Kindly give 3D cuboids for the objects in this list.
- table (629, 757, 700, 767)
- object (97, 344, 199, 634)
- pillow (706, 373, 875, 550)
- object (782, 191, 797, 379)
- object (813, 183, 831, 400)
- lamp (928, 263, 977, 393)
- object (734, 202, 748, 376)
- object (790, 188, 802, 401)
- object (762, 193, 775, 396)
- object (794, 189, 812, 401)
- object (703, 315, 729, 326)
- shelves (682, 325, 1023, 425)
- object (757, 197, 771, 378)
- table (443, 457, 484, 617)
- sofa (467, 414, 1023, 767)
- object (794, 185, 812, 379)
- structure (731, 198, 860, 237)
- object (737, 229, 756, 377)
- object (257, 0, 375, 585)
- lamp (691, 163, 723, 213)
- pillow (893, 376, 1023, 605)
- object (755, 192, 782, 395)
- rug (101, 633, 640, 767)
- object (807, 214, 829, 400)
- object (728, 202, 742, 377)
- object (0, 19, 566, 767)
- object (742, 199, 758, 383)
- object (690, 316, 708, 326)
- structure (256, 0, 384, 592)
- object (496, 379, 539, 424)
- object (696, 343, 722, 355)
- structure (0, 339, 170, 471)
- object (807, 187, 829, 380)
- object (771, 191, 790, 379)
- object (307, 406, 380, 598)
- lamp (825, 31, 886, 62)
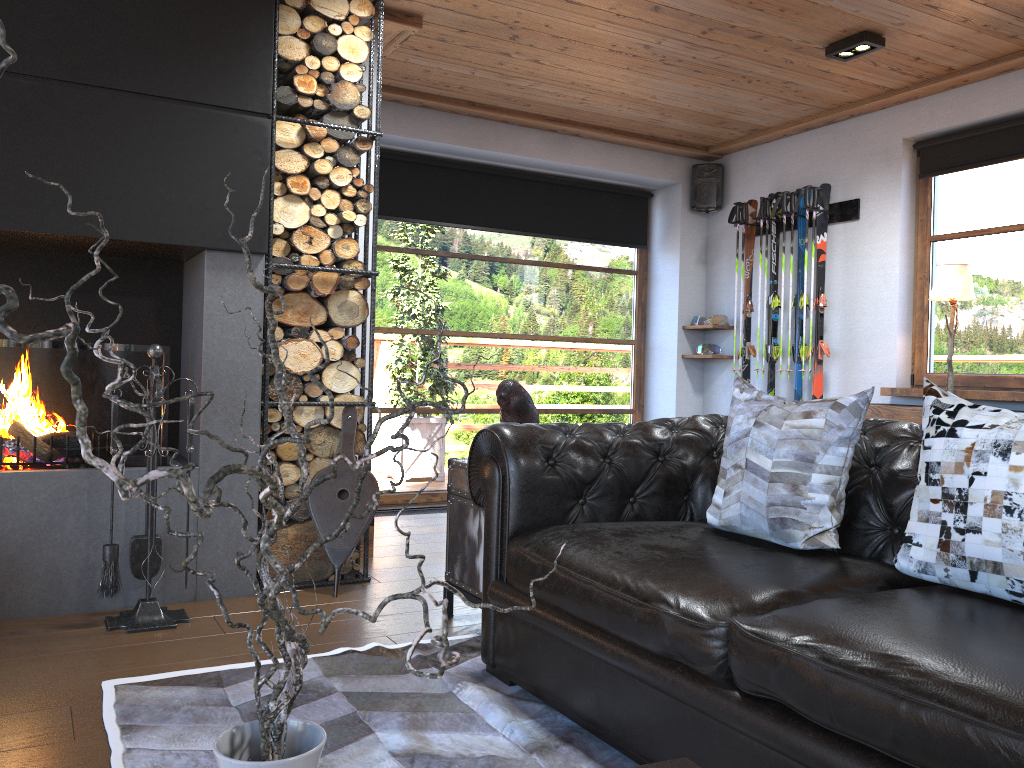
[{"bbox_3d":[0.209,0.756,0.995,0.404,0.350,0.644,1,1,-24],"label":"table"},{"bbox_3d":[-1.317,0.362,3.238,0.306,1.017,0.309,2,0,17],"label":"object"},{"bbox_3d":[0.783,0.203,2.554,0.286,0.469,0.523,1,0,-26],"label":"pillow"},{"bbox_3d":[1.841,-0.659,5.940,0.119,1.249,0.060,2,0,43],"label":"object"},{"bbox_3d":[2.025,-0.496,5.732,0.116,1.606,0.094,2,0,-29],"label":"object"},{"bbox_3d":[2.604,0.086,5.003,0.638,1.481,0.244,2,0,-26],"label":"lamp"},{"bbox_3d":[1.620,-0.671,6.347,0.119,1.249,0.060,2,0,43],"label":"object"},{"bbox_3d":[1.939,-0.519,6.031,0.112,1.622,0.072,2,0,-29],"label":"object"},{"bbox_3d":[1.807,-0.525,6.210,0.112,1.622,0.072,2,0,-29],"label":"object"},{"bbox_3d":[1.965,-0.517,5.961,0.112,1.622,0.072,2,0,-29],"label":"object"},{"bbox_3d":[1.548,-0.478,6.675,0.191,0.084,0.158,1,1,-30],"label":"object"},{"bbox_3d":[2.958,0.131,4.005,0.618,0.988,6.577,1,1,-28],"label":"shelves"},{"bbox_3d":[1.730,-0.665,6.143,0.119,1.249,0.060,2,0,43],"label":"object"},{"bbox_3d":[0.009,0.597,3.352,0.409,0.609,0.413,1,0,-29],"label":"table"},{"bbox_3d":[0.959,0.525,2.109,1.252,0.838,2.540,1,1,-29],"label":"sofa"},{"bbox_3d":[1.865,-0.656,5.729,0.120,1.249,0.059,2,0,28],"label":"object"},{"bbox_3d":[1.858,-1.136,6.063,0.322,0.135,1.040,1,1,-29],"label":"structure"},{"bbox_3d":[1.672,-0.501,6.404,0.116,1.606,0.094,2,0,-29],"label":"object"},{"bbox_3d":[-0.936,-0.435,4.023,0.499,2.612,0.462,2,0,-29],"label":"object"},{"bbox_3d":[1.499,-1.506,6.810,0.216,0.349,0.211,1,0,-29],"label":"lamp"},{"bbox_3d":[1.104,0.220,1.962,0.286,0.469,0.523,1,0,-26],"label":"pillow"},{"bbox_3d":[1.765,-0.525,6.113,0.257,1.622,0.103,2,0,-33],"label":"object"},{"bbox_3d":[0.788,0.923,1.414,2.456,0.053,4.004,1,1,-28],"label":"rug"},{"bbox_3d":[1.988,-0.484,5.822,0.116,1.606,0.094,2,0,-29],"label":"object"},{"bbox_3d":[1.572,-0.671,6.279,0.058,1.249,0.122,2,0,43],"label":"object"},{"bbox_3d":[-0.217,0.169,0.760,0.409,0.808,0.615,2,0,-18],"label":"object"},{"bbox_3d":[1.708,-0.513,6.314,0.116,1.606,0.094,2,0,-29],"label":"object"},{"bbox_3d":[1.463,-0.483,6.830,0.161,0.084,0.187,1,1,-30],"label":"object"},{"bbox_3d":[-0.926,-0.441,4.018,0.507,2.617,0.507,2,0,-29],"label":"structure"},{"bbox_3d":[0.024,0.141,3.327,0.149,0.319,0.249,2,0,12],"label":"object"},{"bbox_3d":[1.495,-0.262,6.759,0.187,0.084,0.353,2,1,7],"label":"object"},{"bbox_3d":[-1.823,0.093,3.375,0.992,0.514,0.181,1,0,-29],"label":"structure"},{"bbox_3d":[1.972,-0.653,5.725,0.120,1.249,0.059,2,0,23],"label":"object"},{"bbox_3d":[1.778,-0.661,5.920,0.120,1.249,0.059,2,0,18],"label":"object"},{"bbox_3d":[-0.722,0.487,3.793,0.260,0.795,0.271,2,0,44],"label":"object"},{"bbox_3d":[1.756,-1.734,4.539,0.157,0.068,0.258,1,1,-29],"label":"lamp"}]
